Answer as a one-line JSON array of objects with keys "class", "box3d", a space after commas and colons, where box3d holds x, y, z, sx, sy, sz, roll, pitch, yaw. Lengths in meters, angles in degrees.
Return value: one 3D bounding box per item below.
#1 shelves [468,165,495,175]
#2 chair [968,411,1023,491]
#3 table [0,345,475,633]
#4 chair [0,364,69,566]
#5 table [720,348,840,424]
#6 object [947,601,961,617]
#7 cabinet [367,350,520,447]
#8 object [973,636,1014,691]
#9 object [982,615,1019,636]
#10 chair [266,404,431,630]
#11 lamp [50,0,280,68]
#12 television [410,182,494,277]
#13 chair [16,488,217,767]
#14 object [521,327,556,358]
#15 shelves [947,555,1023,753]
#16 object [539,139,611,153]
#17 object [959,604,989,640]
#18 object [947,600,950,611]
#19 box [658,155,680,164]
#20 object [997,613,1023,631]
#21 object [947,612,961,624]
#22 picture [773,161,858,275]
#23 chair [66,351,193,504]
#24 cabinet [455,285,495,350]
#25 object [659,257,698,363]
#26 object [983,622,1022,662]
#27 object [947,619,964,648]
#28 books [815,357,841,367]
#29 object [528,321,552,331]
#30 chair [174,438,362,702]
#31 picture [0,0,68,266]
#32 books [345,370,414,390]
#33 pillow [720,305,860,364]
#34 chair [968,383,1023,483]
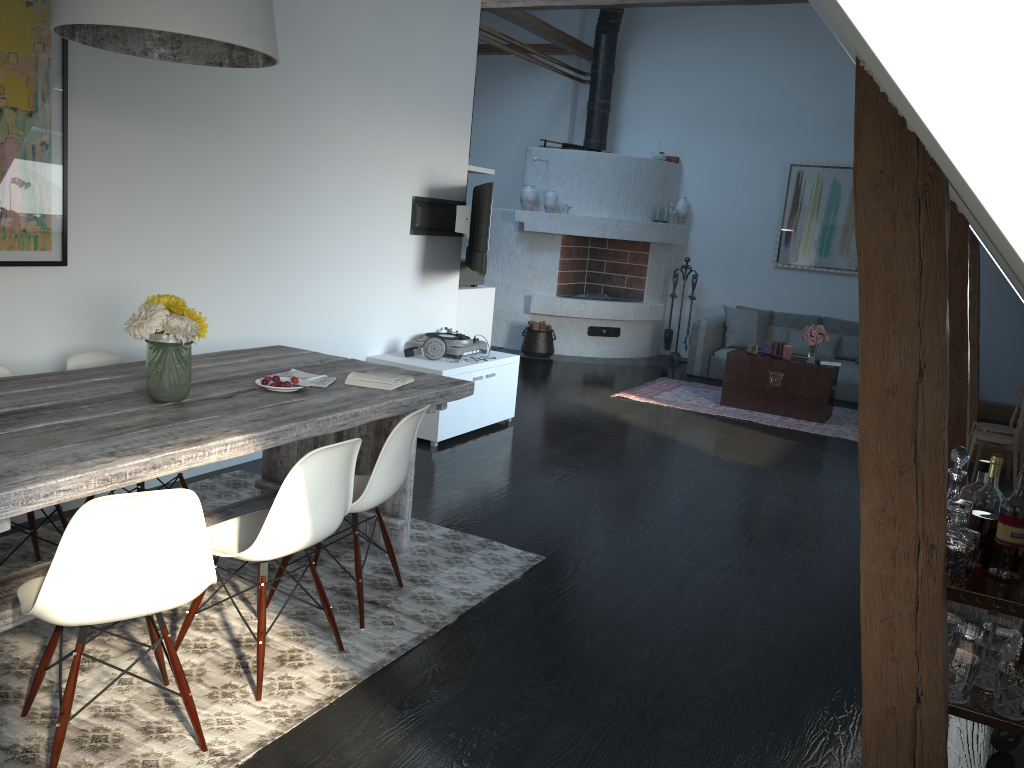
[{"class": "shelves", "box3d": [-0.953, -1.793, 7.232, 1.604, 0.038, 0.478, 11, 12, 27]}, {"class": "chair", "box3d": [3.189, 0.383, 5.827, 0.342, 0.696, 0.329, 11, 12, 28]}, {"class": "table", "box3d": [-1.262, 0.420, 3.200, 1.141, 0.788, 2.421, 11, 12, 27]}, {"class": "chair", "box3d": [-1.823, 0.361, 3.200, 0.542, 0.801, 0.465, 12, 13, 32]}, {"class": "table", "box3d": [2.415, 0.004, 8.010, 0.962, 0.492, 0.471, 11, 12, 27]}, {"class": "object", "box3d": [1.363, 0.661, 2.746, 0.087, 0.155, 0.087, 5, 11, 0]}, {"class": "cabinet", "box3d": [-0.469, 0.052, 6.306, 0.623, 0.507, 1.069, 11, 12, 27]}, {"class": "object", "box3d": [1.268, 0.744, 2.354, 0.095, 0.119, 0.095, 3, 11, -11]}, {"class": "object", "box3d": [1.393, 0.730, 2.545, 0.092, 0.099, 0.092, 6, 11, 5]}, {"class": "chair", "box3d": [-0.610, 0.443, 3.363, 0.542, 0.801, 0.465, 8, 11, 13]}, {"class": "lamp", "box3d": [-1.026, -2.481, 2.649, 0.757, 2.813, 0.697, 3, 11, -13]}, {"class": "television", "box3d": [-0.470, -1.148, 6.451, 0.537, 0.652, 1.005, 4, 11, -7]}, {"class": "chair", "box3d": [-1.050, 0.591, 2.364, 0.465, 0.801, 0.542, -3, 13, -36]}, {"class": "object", "box3d": [0.298, -0.470, 10.016, 0.384, 0.313, 0.384, -3, 13, -36]}, {"class": "shelves", "box3d": [1.285, 0.818, 2.489, 0.438, 0.732, 0.803, 10, 12, 23]}, {"class": "object", "box3d": [0.717, -2.695, 10.067, 0.783, 0.094, 0.311, 8, 11, 13]}, {"class": "object", "box3d": [1.380, 0.681, 2.651, 0.087, 0.155, 0.087, 5, 11, 0]}, {"class": "object", "box3d": [1.283, 0.665, 2.686, 0.087, 0.155, 0.087, 5, 11, 0]}, {"class": "box", "box3d": [1.876, -2.688, 10.632, 0.229, 0.078, 0.127, 11, 12, 27]}, {"class": "object", "box3d": [1.504, 0.688, 2.670, 0.087, 0.155, 0.087, 5, 11, 0]}, {"class": "object", "box3d": [1.231, 0.714, 2.549, 0.092, 0.099, 0.092, 6, 11, 5]}, {"class": "picture", "box3d": [3.500, -1.869, 9.953, 0.965, 1.185, 0.025, 11, 12, 27]}, {"class": "chair", "box3d": [-1.562, 0.298, 3.663, 0.542, 0.801, 0.465, 10, 12, 23]}, {"class": "cabinet", "box3d": [-0.700, -0.387, 7.397, 0.869, 0.921, 0.638, 11, 12, 27]}, {"class": "object", "box3d": [2.014, -0.889, 10.553, 0.376, 1.245, 0.376, 7, 11, 7]}, {"class": "object", "box3d": [1.344, 0.733, 2.449, 0.095, 0.119, 0.095, 3, 11, -11]}, {"class": "object", "box3d": [1.187, 0.718, 2.451, 0.095, 0.119, 0.095, 3, 11, -11]}, {"class": "books", "box3d": [2.803, -0.199, 7.876, 0.179, 0.034, 0.243, 6, 11, 5]}, {"class": "object", "box3d": [0.286, -0.550, 9.990, 0.240, 0.370, 0.270, 11, 12, 26]}, {"class": "chair", "box3d": [-0.775, 0.521, 2.868, 0.542, 0.801, 0.465, 11, 12, 28]}, {"class": "picture", "box3d": [-2.080, -1.044, 3.406, 0.036, 1.181, 0.808, 11, 12, 27]}, {"class": "books", "box3d": [-0.547, -0.026, 3.693, 0.202, 0.042, 0.251, 8, 11, 15]}, {"class": "pillow", "box3d": [3.220, -0.494, 9.361, 2.075, 0.515, 0.444, 11, 12, 27]}, {"class": "chair", "box3d": [3.396, 0.337, 6.171, 0.342, 0.696, 0.329, 7, 11, 10]}]
